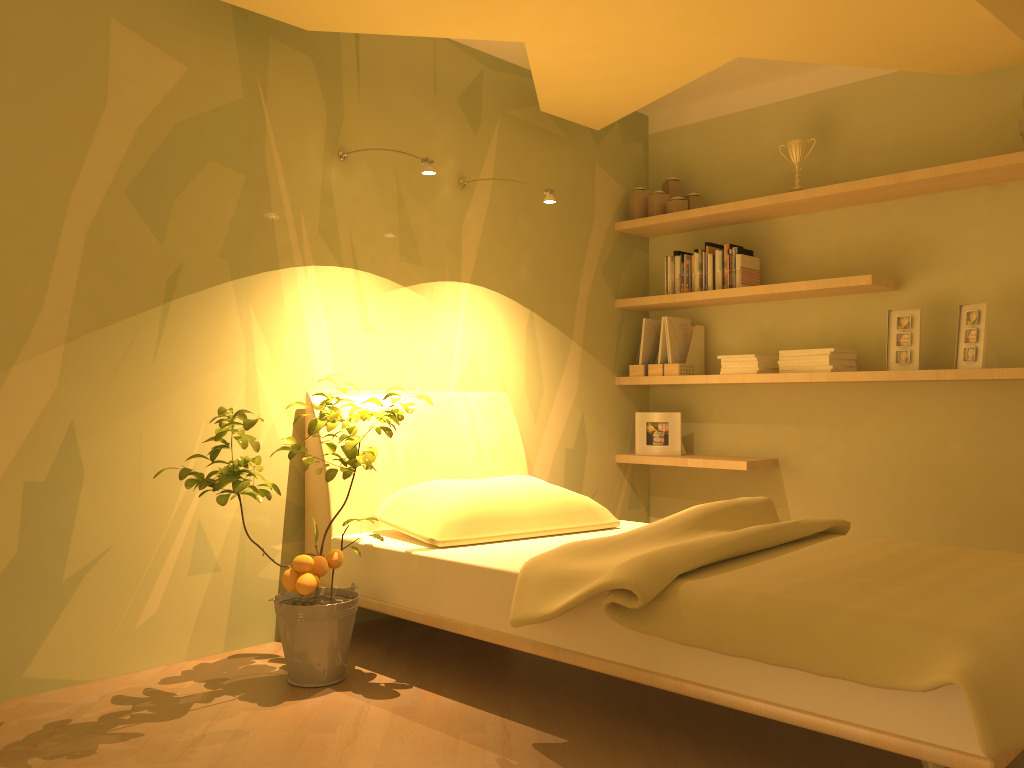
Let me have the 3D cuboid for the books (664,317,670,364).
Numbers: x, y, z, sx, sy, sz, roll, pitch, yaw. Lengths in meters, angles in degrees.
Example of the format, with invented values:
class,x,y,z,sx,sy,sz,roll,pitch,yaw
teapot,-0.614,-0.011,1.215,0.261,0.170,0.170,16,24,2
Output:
class,x,y,z,sx,sy,sz,roll,pitch,yaw
books,0.845,-0.187,4.480,0.036,0.296,0.210,-1,-1,44

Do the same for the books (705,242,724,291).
class,x,y,z,sx,sy,sz,roll,pitch,yaw
books,0.993,-0.564,4.349,0.021,0.247,0.157,-1,-1,44

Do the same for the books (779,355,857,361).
class,x,y,z,sx,sy,sz,roll,pitch,yaw
books,1.367,-0.115,3.970,0.190,0.015,0.270,1,-1,-33

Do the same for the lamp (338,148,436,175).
class,x,y,z,sx,sy,sz,roll,pitch,yaw
lamp,-0.457,-0.806,3.198,0.533,0.178,0.050,-1,-1,44

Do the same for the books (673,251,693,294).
class,x,y,z,sx,sy,sz,roll,pitch,yaw
books,0.865,-0.552,4.487,0.032,0.229,0.138,-1,-1,44

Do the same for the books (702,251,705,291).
class,x,y,z,sx,sy,sz,roll,pitch,yaw
books,0.980,-0.541,4.363,0.017,0.203,0.155,-1,-1,44

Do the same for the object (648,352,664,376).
class,x,y,z,sx,sy,sz,roll,pitch,yaw
object,0.799,-0.166,4.529,0.087,0.259,0.236,-1,-1,44

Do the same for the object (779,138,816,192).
class,x,y,z,sx,sy,sz,roll,pitch,yaw
object,1.310,-0.980,4.070,0.160,0.268,0.095,0,-1,15

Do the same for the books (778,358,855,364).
class,x,y,z,sx,sy,sz,roll,pitch,yaw
books,1.362,-0.100,3.975,0.190,0.015,0.270,1,-1,-35

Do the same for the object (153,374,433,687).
class,x,y,z,sx,sy,sz,roll,pitch,yaw
object,-0.638,0.433,2.662,0.372,0.944,0.828,-1,-1,37

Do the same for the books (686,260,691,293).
class,x,y,z,sx,sy,sz,roll,pitch,yaw
books,0.916,-0.525,4.424,0.021,0.172,0.157,-1,-1,44

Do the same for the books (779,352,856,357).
class,x,y,z,sx,sy,sz,roll,pitch,yaw
books,1.373,-0.129,3.991,0.190,0.015,0.270,1,-1,-35

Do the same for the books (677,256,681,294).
class,x,y,z,sx,sy,sz,roll,pitch,yaw
books,0.877,-0.537,4.461,0.022,0.198,0.157,-1,-1,44

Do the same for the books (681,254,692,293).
class,x,y,z,sx,sy,sz,roll,pitch,yaw
books,0.897,-0.540,4.442,0.032,0.203,0.157,-1,-1,44

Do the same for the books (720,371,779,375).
class,x,y,z,sx,sy,sz,roll,pitch,yaw
books,1.140,-0.050,4.205,0.190,0.015,0.270,-1,-1,44

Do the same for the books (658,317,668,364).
class,x,y,z,sx,sy,sz,roll,pitch,yaw
books,0.814,-0.187,4.512,0.048,0.297,0.214,-1,-1,44

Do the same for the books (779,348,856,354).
class,x,y,z,sx,sy,sz,roll,pitch,yaw
books,1.370,-0.145,3.978,0.190,0.015,0.270,1,-1,-40

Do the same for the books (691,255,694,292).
class,x,y,z,sx,sy,sz,roll,pitch,yaw
books,0.939,-0.535,4.409,0.032,0.193,0.146,-1,-1,44

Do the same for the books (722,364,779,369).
class,x,y,z,sx,sy,sz,roll,pitch,yaw
books,1.149,-0.080,4.202,0.270,0.015,0.190,1,-1,-45

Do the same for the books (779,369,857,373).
class,x,y,z,sx,sy,sz,roll,pitch,yaw
books,1.370,-0.055,3.977,0.190,0.015,0.270,1,-1,-35

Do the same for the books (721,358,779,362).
class,x,y,z,sx,sy,sz,roll,pitch,yaw
books,1.148,-0.110,4.205,0.270,0.015,0.190,1,-1,-44

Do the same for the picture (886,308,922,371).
class,x,y,z,sx,sy,sz,roll,pitch,yaw
picture,1.680,-0.183,3.751,0.134,0.264,0.171,-1,-1,43

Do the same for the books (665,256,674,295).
class,x,y,z,sx,sy,sz,roll,pitch,yaw
books,0.832,-0.539,4.505,0.040,0.203,0.157,-1,-1,44

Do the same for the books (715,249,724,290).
class,x,y,z,sx,sy,sz,roll,pitch,yaw
books,1.038,-0.542,4.305,0.040,0.203,0.157,-1,-1,44

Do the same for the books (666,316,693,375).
class,x,y,z,sx,sy,sz,roll,pitch,yaw
books,0.854,-0.188,4.477,0.043,0.296,0.210,-1,-1,44

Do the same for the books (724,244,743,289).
class,x,y,z,sx,sy,sz,roll,pitch,yaw
books,1.070,-0.555,4.287,0.032,0.229,0.138,-1,-1,44

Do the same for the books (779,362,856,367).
class,x,y,z,sx,sy,sz,roll,pitch,yaw
books,1.365,-0.085,3.969,0.190,0.015,0.270,1,-1,-34

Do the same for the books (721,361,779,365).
class,x,y,z,sx,sy,sz,roll,pitch,yaw
books,1.144,-0.095,4.199,0.190,0.015,0.270,-1,-1,44

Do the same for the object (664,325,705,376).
class,x,y,z,sx,sy,sz,roll,pitch,yaw
object,0.868,-0.167,4.462,0.087,0.259,0.236,-1,-1,44

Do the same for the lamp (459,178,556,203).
class,x,y,z,sx,sy,sz,roll,pitch,yaw
lamp,-0.025,-0.798,3.641,0.533,0.178,0.050,-1,-1,44

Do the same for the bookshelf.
class,x,y,z,sx,sy,sz,roll,pitch,yaw
bookshelf,1.571,-0.231,3.785,2.605,1.240,0.300,-1,-1,44

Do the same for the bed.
class,x,y,z,sx,sy,sz,roll,pitch,yaw
bed,0.441,0.460,2.731,2.378,0.894,1.286,-1,-1,44

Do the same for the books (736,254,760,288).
class,x,y,z,sx,sy,sz,roll,pitch,yaw
books,1.117,-0.524,4.212,0.032,0.163,0.178,-1,-1,44

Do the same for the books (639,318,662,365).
class,x,y,z,sx,sy,sz,roll,pitch,yaw
books,0.725,-0.185,4.601,0.048,0.297,0.214,-1,-1,39

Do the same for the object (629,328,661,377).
class,x,y,z,sx,sy,sz,roll,pitch,yaw
object,0.709,-0.165,4.617,0.087,0.259,0.236,-1,-1,39

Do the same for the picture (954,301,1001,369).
class,x,y,z,sx,sy,sz,roll,pitch,yaw
picture,1.867,-0.187,3.510,0.171,0.264,0.134,0,-1,-19

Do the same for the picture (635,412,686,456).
class,x,y,z,sx,sy,sz,roll,pitch,yaw
picture,0.759,0.254,4.548,0.247,0.219,0.131,0,-1,22

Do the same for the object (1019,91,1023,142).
class,x,y,z,sx,sy,sz,roll,pitch,yaw
object,1.995,-1.007,3.344,0.145,0.294,0.145,-1,-1,25

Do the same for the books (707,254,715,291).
class,x,y,z,sx,sy,sz,roll,pitch,yaw
books,1.006,-0.532,4.324,0.032,0.184,0.173,-1,-1,44

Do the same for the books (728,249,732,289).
class,x,y,z,sx,sy,sz,roll,pitch,yaw
books,1.083,-0.541,4.261,0.022,0.198,0.157,-1,-1,44

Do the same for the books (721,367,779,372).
class,x,y,z,sx,sy,sz,roll,pitch,yaw
books,1.140,-0.065,4.205,0.190,0.015,0.270,-1,-1,41

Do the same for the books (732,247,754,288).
class,x,y,z,sx,sy,sz,roll,pitch,yaw
books,1.102,-0.544,4.242,0.032,0.203,0.157,-1,-1,44

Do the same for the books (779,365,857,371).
class,x,y,z,sx,sy,sz,roll,pitch,yaw
books,1.370,-0.070,3.977,0.190,0.015,0.270,1,-1,-38

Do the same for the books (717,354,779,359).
class,x,y,z,sx,sy,sz,roll,pitch,yaw
books,1.126,-0.125,4.207,0.190,0.015,0.270,-1,-1,42

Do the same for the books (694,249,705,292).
class,x,y,z,sx,sy,sz,roll,pitch,yaw
books,0.957,-0.548,4.378,0.038,0.217,0.166,-1,-1,44

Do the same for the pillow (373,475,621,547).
class,x,y,z,sx,sy,sz,roll,pitch,yaw
pillow,-0.051,0.454,3.224,0.801,0.213,0.482,1,-1,-36

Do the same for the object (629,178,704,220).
class,x,y,z,sx,sy,sz,roll,pitch,yaw
object,0.789,-0.951,4.546,0.234,0.229,0.349,1,-1,-45
